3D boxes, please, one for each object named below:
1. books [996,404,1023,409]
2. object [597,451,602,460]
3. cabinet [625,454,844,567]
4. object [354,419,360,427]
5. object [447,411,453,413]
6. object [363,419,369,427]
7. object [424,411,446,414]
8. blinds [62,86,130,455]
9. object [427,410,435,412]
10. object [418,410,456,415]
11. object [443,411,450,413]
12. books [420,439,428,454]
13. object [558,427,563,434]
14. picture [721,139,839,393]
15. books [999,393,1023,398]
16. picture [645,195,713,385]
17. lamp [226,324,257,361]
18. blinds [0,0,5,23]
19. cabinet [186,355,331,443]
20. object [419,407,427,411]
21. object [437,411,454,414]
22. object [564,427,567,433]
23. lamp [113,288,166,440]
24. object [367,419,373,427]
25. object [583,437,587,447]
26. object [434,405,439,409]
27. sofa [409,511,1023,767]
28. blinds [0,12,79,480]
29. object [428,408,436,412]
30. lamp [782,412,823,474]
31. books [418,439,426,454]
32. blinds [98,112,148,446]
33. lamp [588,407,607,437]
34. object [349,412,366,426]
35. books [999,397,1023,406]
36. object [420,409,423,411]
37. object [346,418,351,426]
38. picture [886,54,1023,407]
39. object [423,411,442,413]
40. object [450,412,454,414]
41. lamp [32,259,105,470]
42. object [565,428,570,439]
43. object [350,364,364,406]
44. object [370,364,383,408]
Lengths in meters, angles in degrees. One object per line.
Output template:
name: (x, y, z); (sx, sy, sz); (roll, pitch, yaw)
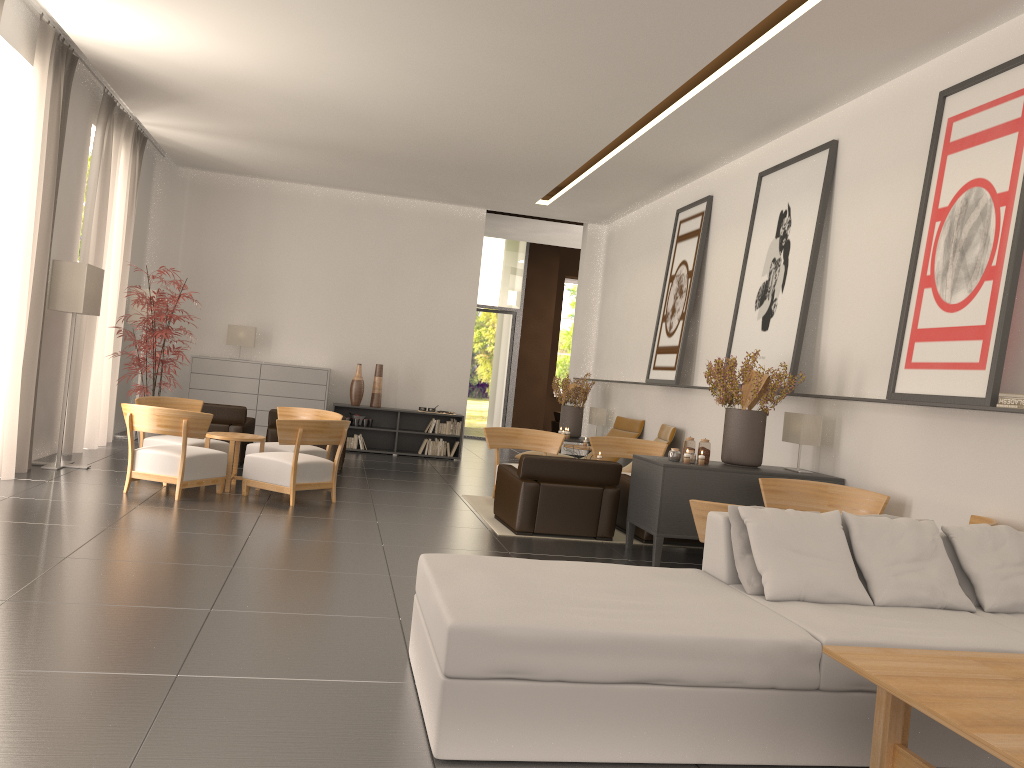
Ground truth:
books: (4.667, 0.222, 7.907); (0.376, 0.032, 0.504); (6, 0, -11)
object: (1.381, 1.158, 13.998); (0.076, 0.187, 0.076); (5, -1, 28)
cabinet: (2.817, 1.673, 11.397); (2.399, 1.240, 1.120); (6, 0, -11)
object: (-3.641, 0.905, 20.777); (0.135, 0.179, 0.136); (6, 0, -10)
object: (-1.591, 0.664, 21.426); (0.014, 0.015, 0.515); (6, 0, -43)
object: (-3.443, 0.924, 20.844); (0.135, 0.179, 0.135); (6, 0, -40)
object: (-1.839, 0.675, 21.141); (0.514, 0.015, 0.014); (6, 0, -13)
blinds: (-7.535, -1.998, 15.972); (0.414, 6.433, 1.549); (6, -1, -7)
object: (-1.985, 0.637, 21.243); (0.291, 0.058, 0.086); (6, 0, -24)
object: (-1.812, 0.685, 21.337); (0.893, 0.003, 0.671); (6, 0, -9)
object: (-1.620, 0.661, 21.380); (0.014, 0.015, 0.515); (6, 0, -34)
books: (-2.110, 1.483, 21.141); (0.156, 0.371, 0.252); (6, 0, -11)
object: (1.108, 1.101, 20.157); (0.108, 0.254, 0.108); (5, -1, 43)
picture: (3.878, -1.627, 13.085); (0.384, 3.494, 2.193); (6, 0, -11)
books: (4.676, 0.124, 7.899); (0.299, 0.040, 0.526); (6, 0, -21)
picture: (3.148, -1.724, 16.837); (0.384, 3.494, 1.600); (6, -1, -11)
lamp: (-6.351, -0.963, 20.766); (0.619, 0.796, 0.309); (6, -1, -11)
blinds: (-6.377, -1.845, 10.017); (0.414, 6.433, 1.549); (6, -1, -7)
cabinet: (-5.892, 0.426, 20.679); (3.079, 1.877, 1.040); (6, 0, -11)
object: (-2.163, 0.605, 21.468); (0.188, 0.082, 0.188); (6, 0, 39)
object: (-1.599, 0.687, 21.412); (0.406, 0.034, 0.293); (6, 0, 37)
object: (1.223, 1.112, 20.206); (0.104, 0.254, 0.104); (5, -1, 39)
lamp: (-7.960, -0.425, 19.045); (0.907, 3.179, 1.000); (6, -1, -11)
object: (-3.375, 0.930, 21.067); (0.135, 0.179, 0.136); (6, 0, -5)
object: (1.455, 1.143, 17.564); (0.080, 0.187, 0.080); (5, -1, 43)
object: (-1.897, 0.580, 21.547); (0.261, 0.152, 0.086); (6, 0, -43)
sofa: (2.528, 1.699, 4.251); (5.523, 1.205, 5.606); (6, 0, -11)
blinds: (-6.916, -1.916, 12.798); (0.417, 6.433, 1.550); (6, -1, -15)
object: (-1.943, 0.627, 21.506); (0.188, 0.082, 0.188); (6, 0, 3)
lamp: (3.763, 0.765, 11.561); (0.257, 0.758, 0.514); (6, 0, -11)
books: (-2.140, 1.486, 21.136); (0.153, 0.361, 0.249); (6, 0, -11)
blinds: (-7.857, -2.040, 17.635); (0.417, 6.433, 1.550); (6, -1, -15)
lamp: (1.972, 0.933, 20.601); (0.257, 0.756, 0.514); (6, 0, -11)
object: (-3.668, 0.835, 20.985); (0.413, 0.310, 0.142); (6, -1, 4)
books: (4.687, 0.176, 7.898); (0.391, 0.063, 0.498); (6, 0, -11)
object: (-2.161, 0.628, 21.253); (0.112, 0.040, 0.034); (6, 0, 33)
object: (-3.851, 0.884, 20.812); (0.135, 0.179, 0.136); (6, 0, -10)
picture: (4.654, -1.525, 9.099); (0.384, 3.494, 1.600); (6, -1, -11)
object: (-1.913, 0.667, 21.166); (0.514, 0.015, 0.014); (6, 0, -19)
object: (-1.423, 0.702, 21.216); (0.112, 0.040, 0.034); (6, 0, -22)
lamp: (-6.967, -0.295, 13.941); (0.907, 3.179, 1.000); (6, -1, -11)
object: (1.265, 1.117, 20.088); (0.104, 0.254, 0.104); (5, -1, 39)
object: (-3.628, 0.017, 20.824); (0.327, 0.992, 0.326); (6, -1, 12)
object: (-3.206, 0.040, 21.131); (0.262, 1.025, 0.262); (6, -1, -8)
